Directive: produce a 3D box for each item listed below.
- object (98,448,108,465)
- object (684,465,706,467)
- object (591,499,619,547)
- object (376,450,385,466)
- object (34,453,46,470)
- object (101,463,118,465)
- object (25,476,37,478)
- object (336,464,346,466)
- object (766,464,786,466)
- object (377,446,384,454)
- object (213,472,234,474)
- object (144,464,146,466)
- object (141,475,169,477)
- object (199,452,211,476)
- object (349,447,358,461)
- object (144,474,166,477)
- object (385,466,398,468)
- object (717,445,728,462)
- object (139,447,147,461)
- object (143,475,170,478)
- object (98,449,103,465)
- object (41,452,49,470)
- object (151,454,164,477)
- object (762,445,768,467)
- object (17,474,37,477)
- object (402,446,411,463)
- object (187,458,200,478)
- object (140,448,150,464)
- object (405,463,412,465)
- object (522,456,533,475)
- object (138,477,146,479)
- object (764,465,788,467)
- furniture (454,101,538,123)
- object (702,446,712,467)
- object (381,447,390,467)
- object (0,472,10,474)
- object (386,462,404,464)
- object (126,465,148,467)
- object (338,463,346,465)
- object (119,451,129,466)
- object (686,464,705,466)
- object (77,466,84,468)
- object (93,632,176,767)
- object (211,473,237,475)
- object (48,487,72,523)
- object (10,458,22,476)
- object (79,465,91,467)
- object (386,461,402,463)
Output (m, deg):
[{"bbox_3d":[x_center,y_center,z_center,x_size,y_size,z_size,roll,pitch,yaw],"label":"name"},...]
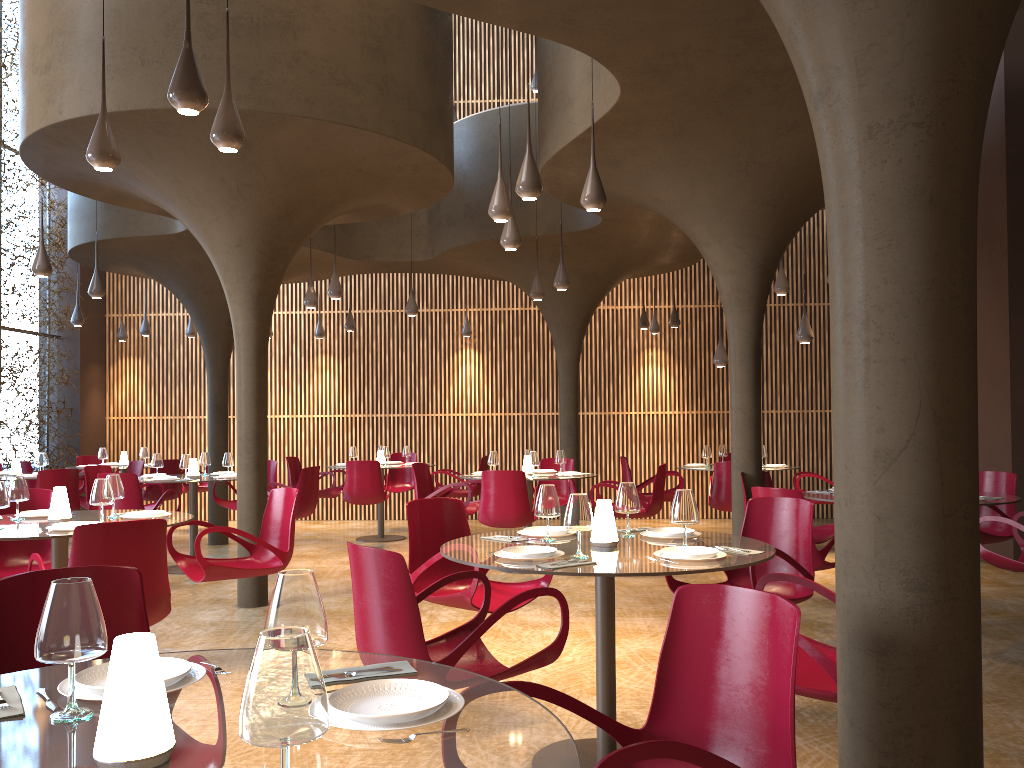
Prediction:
[{"bbox_3d":[-6.373,1.152,13.819,0.142,0.295,0.142,-1,-1,2],"label":"object"},{"bbox_3d":[2.566,1.142,12.381,0.332,0.014,0.332,-2,-3,32],"label":"object"},{"bbox_3d":[0.471,0.707,4.524,0.142,0.232,0.144,1,-2,-37],"label":"object"},{"bbox_3d":[-2.018,1.133,13.608,0.142,0.232,0.144,0,-1,-12],"label":"object"},{"bbox_3d":[-6.082,1.043,11.428,0.142,0.295,0.142,-1,-1,19],"label":"object"},{"bbox_3d":[-6.609,1.315,14.563,0.263,0.029,0.263,2,-3,-43],"label":"object"},{"bbox_3d":[-6.105,1.170,11.194,0.332,0.014,0.332,-1,-3,12],"label":"object"},{"bbox_3d":[-2.547,1.245,13.627,0.332,0.014,0.332,-1,-3,16],"label":"object"},{"bbox_3d":[3.577,1.107,12.017,0.263,0.029,0.263,0,-3,-2],"label":"object"},{"bbox_3d":[-2.060,1.118,13.962,0.142,0.295,0.142,-1,-1,3],"label":"object"},{"bbox_3d":[-3.703,1.147,11.387,0.263,0.029,0.263,-1,-3,4],"label":"object"},{"bbox_3d":[-5.853,1.275,13.839,0.263,0.029,0.263,0,-3,-4],"label":"object"},{"bbox_3d":[-4.435,1.147,11.015,0.332,0.014,0.332,-2,-3,29],"label":"object"},{"bbox_3d":[-3.898,1.016,11.260,0.142,0.295,0.142,0,-1,-10],"label":"object"},{"bbox_3d":[-2.405,1.099,13.446,0.142,0.295,0.142,0,-1,-25],"label":"object"},{"bbox_3d":[-4.435,1.137,11.015,0.263,0.029,0.263,-1,-3,4],"label":"object"},{"bbox_3d":[-1.769,1.217,13.000,0.126,0.017,0.262,-1,-3,8],"label":"object"},{"bbox_3d":[3.004,1.013,12.646,0.142,0.295,0.142,0,-1,-15],"label":"object"},{"bbox_3d":[-6.024,1.179,14.506,0.142,0.295,0.142,-1,-1,20],"label":"object"},{"bbox_3d":[-4.434,1.148,11.020,0.204,0.012,0.411,-1,-3,15],"label":"object"},{"bbox_3d":[-6.619,1.177,14.332,0.142,0.295,0.142,-1,-1,4],"label":"object"},{"bbox_3d":[-6.275,1.064,11.861,0.142,0.295,0.142,-2,-2,43],"label":"object"},{"bbox_3d":[-4.327,1.000,10.812,0.142,0.295,0.142,-2,-2,41],"label":"object"},{"bbox_3d":[3.448,0.990,12.214,0.142,0.295,0.142,0,-1,-9],"label":"object"},{"bbox_3d":[-6.105,1.161,11.194,0.263,0.029,0.263,1,-3,-36],"label":"object"},{"bbox_3d":[-1.634,1.105,13.754,0.142,0.295,0.142,1,-2,-44],"label":"object"},{"bbox_3d":[-3.917,1.031,10.904,0.142,0.232,0.144,1,-2,-42],"label":"object"},{"bbox_3d":[-5.831,1.158,14.073,0.142,0.295,0.142,0,-2,-38],"label":"object"},{"bbox_3d":[-1.502,1.223,13.559,0.263,0.029,0.263,0,-3,-19],"label":"object"},{"bbox_3d":[0.188,0.985,10.725,0.142,0.232,0.144,0,-2,-22],"label":"object"},{"bbox_3d":[-4.553,1.143,10.737,0.262,0.017,0.126,-1,-3,20],"label":"object"},{"bbox_3d":[3.577,1.117,12.016,0.332,0.014,0.332,0,-3,-8],"label":"object"},{"bbox_3d":[-0.234,-3.100,12.276,2.532,1.047,0.900,-3,-3,44],"label":"furniture"},{"bbox_3d":[2.678,0.995,12.180,0.142,0.295,0.142,1,-2,-39],"label":"object"},{"bbox_3d":[-1.887,1.083,13.211,0.142,0.295,0.142,0,-1,-4],"label":"object"},{"bbox_3d":[-6.861,1.200,11.918,0.263,0.029,0.263,-3,-3,40],"label":"object"},{"bbox_3d":[-1.891,1.261,14.121,0.332,0.014,0.332,-1,-3,1],"label":"object"},{"bbox_3d":[-5.853,1.285,13.838,0.332,0.014,0.332,-2,-3,21],"label":"object"},{"bbox_3d":[-2.547,1.235,13.628,0.263,0.029,0.263,-3,-3,39],"label":"object"},{"bbox_3d":[-6.218,1.198,14.207,0.144,0.232,0.142,0,-2,-22],"label":"object"},{"bbox_3d":[2.566,1.133,12.382,0.263,0.029,0.263,-1,-3,15],"label":"object"},{"bbox_3d":[-6.605,1.291,13.818,0.332,0.014,0.332,0,-3,-16],"label":"object"},{"bbox_3d":[-0.710,0.592,1.668,0.144,0.232,0.142,-1,-2,21],"label":"object"},{"bbox_3d":[-3.703,1.156,11.387,0.332,0.014,0.332,0,-3,-15],"label":"object"},{"bbox_3d":[-3.004,0.800,5.890,0.142,0.232,0.144,0,-1,-4],"label":"object"},{"bbox_3d":[-6.469,1.084,11.563,0.142,0.232,0.144,0,-2,-32],"label":"object"},{"bbox_3d":[-6.605,1.282,13.819,0.263,0.029,0.263,0,-3,-10],"label":"object"},{"bbox_3d":[-1.891,1.251,14.121,0.263,0.029,0.263,-1,-3,14],"label":"object"}]
